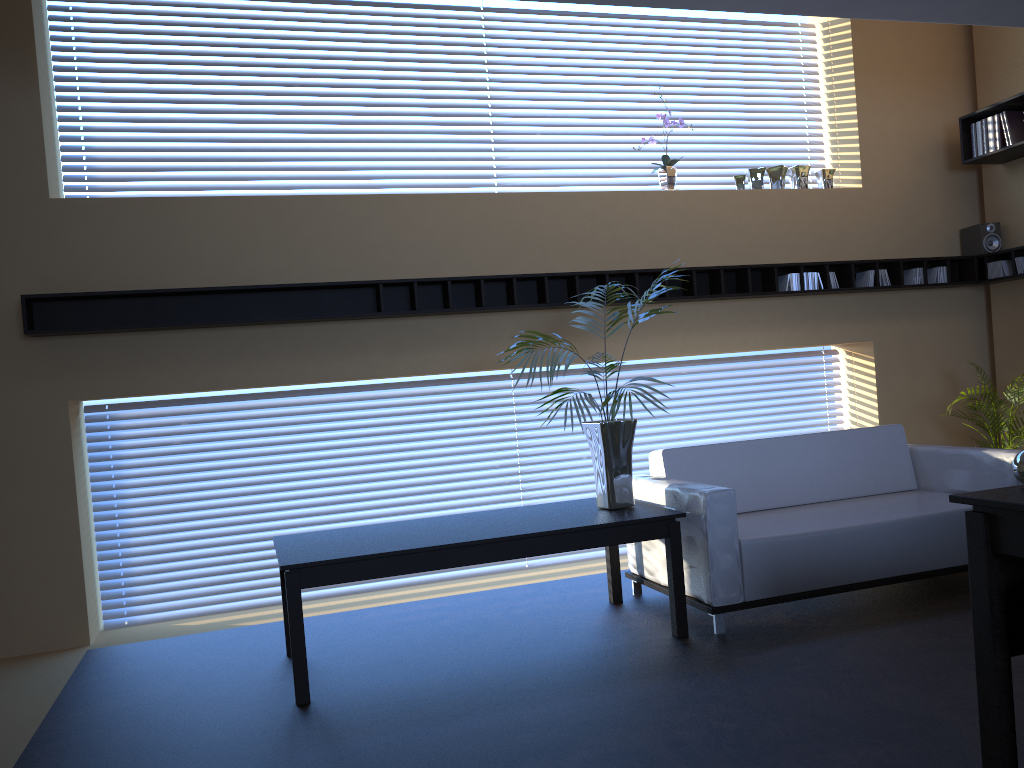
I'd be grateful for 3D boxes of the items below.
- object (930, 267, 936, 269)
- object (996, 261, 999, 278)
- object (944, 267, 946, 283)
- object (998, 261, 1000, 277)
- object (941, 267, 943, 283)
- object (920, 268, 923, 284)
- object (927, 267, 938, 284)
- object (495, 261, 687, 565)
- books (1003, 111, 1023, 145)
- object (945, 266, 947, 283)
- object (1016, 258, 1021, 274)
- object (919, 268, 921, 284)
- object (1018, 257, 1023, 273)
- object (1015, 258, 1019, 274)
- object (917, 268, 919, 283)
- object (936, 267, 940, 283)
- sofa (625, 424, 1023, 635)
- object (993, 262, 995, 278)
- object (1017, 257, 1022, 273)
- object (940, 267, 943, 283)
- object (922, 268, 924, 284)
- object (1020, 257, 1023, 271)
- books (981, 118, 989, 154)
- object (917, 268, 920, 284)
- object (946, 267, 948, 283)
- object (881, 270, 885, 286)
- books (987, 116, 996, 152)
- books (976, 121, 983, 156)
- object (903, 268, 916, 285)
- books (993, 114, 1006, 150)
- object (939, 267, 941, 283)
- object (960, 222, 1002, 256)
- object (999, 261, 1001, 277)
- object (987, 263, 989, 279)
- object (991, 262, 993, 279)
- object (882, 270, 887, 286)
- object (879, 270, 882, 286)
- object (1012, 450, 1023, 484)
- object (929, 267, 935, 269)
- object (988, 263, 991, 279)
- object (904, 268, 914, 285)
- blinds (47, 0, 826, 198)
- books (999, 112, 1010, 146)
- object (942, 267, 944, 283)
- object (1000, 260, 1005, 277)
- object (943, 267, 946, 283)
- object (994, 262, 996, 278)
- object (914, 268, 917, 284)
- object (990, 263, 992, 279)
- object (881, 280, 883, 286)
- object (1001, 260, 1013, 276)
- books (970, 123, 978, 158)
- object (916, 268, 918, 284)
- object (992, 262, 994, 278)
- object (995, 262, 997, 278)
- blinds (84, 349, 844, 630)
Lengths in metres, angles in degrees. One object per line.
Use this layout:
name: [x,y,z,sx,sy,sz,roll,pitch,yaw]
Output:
object: [3.111,-0.800,6.602,0.041,0.122,0.142,-5,1,-17]
object: [3.614,-0.842,6.498,0.142,0.120,0.009,-5,1,-17]
object: [3.182,-0.807,6.623,0.006,0.118,0.140,-5,1,-17]
object: [3.617,-0.842,6.488,0.142,0.120,0.009,-5,1,-17]
object: [3.153,-0.805,6.614,0.006,0.118,0.140,-5,1,-17]
object: [2.989,-0.792,6.571,0.009,0.120,0.142,-5,1,-17]
object: [3.109,-0.800,6.605,0.040,0.118,0.142,-5,1,-17]
object: [0.503,0.321,5.193,1.040,1.860,1.895,-5,1,3]
books: [3.543,-1.780,6.197,0.207,0.260,0.075,-5,1,-18]
object: [3.192,-0.808,6.627,0.009,0.120,0.142,-5,1,-17]
object: [3.667,-0.846,6.326,0.142,0.120,0.030,-5,1,-17]
object: [2.970,-0.790,6.562,0.030,0.120,0.142,-5,1,-17]
object: [3.673,-0.847,6.306,0.142,0.120,0.030,-5,1,-17]
object: [3.664,-0.846,6.335,0.142,0.120,0.030,-5,1,-17]
object: [2.949,-0.788,6.556,0.026,0.117,0.140,-5,1,-17]
object: [3.131,-0.803,6.617,0.009,0.120,0.142,-5,1,-17]
sofa: [1.767,0.724,5.018,2.055,0.849,1.014,-5,0,-17]
object: [3.605,-0.841,6.527,0.142,0.120,0.009,-5,1,-17]
object: [3.670,-0.847,6.316,0.142,0.120,0.030,-5,1,-17]
object: [3.153,-0.805,6.616,0.009,0.120,0.142,-5,1,-17]
object: [2.997,-0.792,6.577,0.009,0.120,0.142,-5,1,-17]
object: [3.678,-0.846,6.291,0.142,0.118,0.040,-5,1,-17]
books: [3.479,-1.775,6.385,0.207,0.258,0.050,-5,1,-18]
object: [2.959,-0.789,6.561,0.030,0.120,0.142,-5,1,-17]
object: [3.200,-0.808,6.636,0.009,0.120,0.142,-5,1,-17]
object: [2.659,-0.765,6.470,0.030,0.120,0.142,-5,1,-17]
books: [3.502,-1.777,6.337,0.207,0.258,0.050,-5,1,-17]
books: [3.474,-1.774,6.438,0.207,0.258,0.050,-5,1,-18]
object: [2.924,-0.785,6.554,0.040,0.118,0.142,-5,1,-17]
books: [3.517,-1.778,6.288,0.207,0.258,0.050,-5,1,-17]
object: [3.142,-0.804,6.614,0.009,0.120,0.142,-5,1,-17]
object: [3.543,-1.081,6.691,0.159,0.229,0.254,-5,0,-7]
object: [3.620,-0.842,6.478,0.142,0.120,0.009,-5,1,-17]
object: [3.590,-0.840,6.576,0.142,0.120,0.009,-5,1,-17]
object: [3.599,-0.840,6.547,0.142,0.120,0.009,-5,1,-17]
object: [2.670,-0.766,6.470,0.030,0.120,0.142,-5,1,-17]
object: [2.639,-0.764,6.464,0.009,0.120,0.142,-5,1,-17]
object: [1.408,0.225,2.391,0.105,0.105,0.105,-5,1,2]
object: [3.132,-0.803,6.616,0.009,0.124,0.142,-5,1,-17]
object: [3.593,-0.840,6.567,0.142,0.120,0.009,-5,1,-17]
object: [2.924,-0.785,6.556,0.041,0.122,0.142,-5,1,-17]
blinds: [-0.174,-1.960,6.105,5.388,1.462,0.039,-5,1,-17]
books: [3.539,-1.780,6.229,0.207,0.260,0.075,-5,1,-18]
object: [3.162,-0.805,6.619,0.009,0.120,0.142,-5,1,-17]
object: [3.623,-0.843,6.468,0.142,0.120,0.009,-5,1,-17]
object: [3.182,-0.807,6.624,0.009,0.120,0.142,-5,1,-17]
object: [3.608,-0.841,6.517,0.142,0.120,0.009,-5,1,-17]
object: [2.938,-0.787,6.560,0.030,0.120,0.142,-5,1,-18]
object: [3.596,-0.840,6.557,0.142,0.120,0.009,-5,1,-17]
object: [2.657,-0.765,6.474,0.030,0.124,0.142,-5,1,-18]
object: [3.631,-0.842,6.445,0.142,0.118,0.040,-5,1,-17]
books: [3.456,-1.772,6.487,0.207,0.258,0.050,-5,1,-17]
object: [2.949,-0.788,6.560,0.030,0.120,0.142,-5,1,-17]
object: [3.602,-0.841,6.537,0.142,0.120,0.009,-5,1,-17]
object: [3.611,-0.842,6.508,0.142,0.120,0.009,-5,1,-17]
blinds: [0.032,0.610,6.164,5.388,1.368,0.047,-5,1,-17]
